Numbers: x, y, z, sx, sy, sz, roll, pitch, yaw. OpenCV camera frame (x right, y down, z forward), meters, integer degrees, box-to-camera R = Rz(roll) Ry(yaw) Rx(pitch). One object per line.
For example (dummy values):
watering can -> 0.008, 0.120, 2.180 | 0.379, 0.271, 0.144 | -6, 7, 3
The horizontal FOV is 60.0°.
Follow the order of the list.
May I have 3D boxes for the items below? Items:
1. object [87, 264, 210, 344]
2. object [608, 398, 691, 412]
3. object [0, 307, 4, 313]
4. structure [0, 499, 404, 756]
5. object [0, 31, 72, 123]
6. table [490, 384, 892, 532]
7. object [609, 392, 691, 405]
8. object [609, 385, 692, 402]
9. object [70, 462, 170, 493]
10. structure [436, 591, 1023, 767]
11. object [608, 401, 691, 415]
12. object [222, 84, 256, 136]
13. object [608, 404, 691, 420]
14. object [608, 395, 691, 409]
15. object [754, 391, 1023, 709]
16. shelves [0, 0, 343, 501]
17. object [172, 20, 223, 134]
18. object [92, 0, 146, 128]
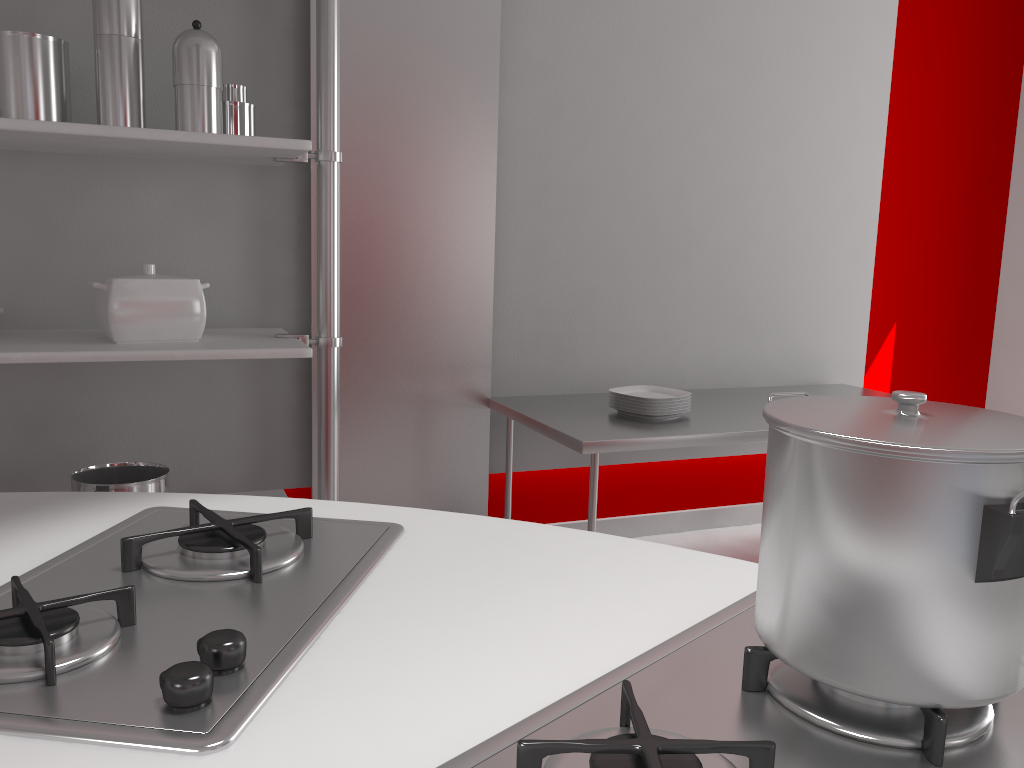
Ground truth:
object -> -0.947, -0.215, 2.318 | 0.282, 0.197, 0.235 | -4, 10, -32
object -> 0.434, 0.064, 2.800 | 0.228, 0.020, 0.228 | -6, 12, -40
object -> -1.429, -0.153, 2.226 | 0.272, 0.072, 0.272 | 7, 10, 31
structure -> -0.294, 0.167, 0.774 | 0.303, 0.037, 0.457 | 3, 9, 7
object -> -1.146, -0.709, 2.099 | 0.184, 0.205, 0.172 | -1, 9, -17
table -> 0.788, 0.412, 3.052 | 1.627, 0.682, 0.749 | -2, 9, -21
object -> 0.434, 0.044, 2.797 | 0.228, 0.020, 0.228 | -6, 12, -40
object -> 0.435, 0.034, 2.795 | 0.228, 0.020, 0.228 | -6, 12, -40
object -> -1.029, 0.312, 2.340 | 0.240, 0.161, 0.259 | -5, 11, -39
structure -> 0.194, 0.214, 0.561 | 0.303, 0.037, 0.457 | 10, 12, 42
object -> 0.433, 0.074, 2.801 | 0.228, 0.020, 0.228 | -6, 12, -40
object -> -0.750, -0.714, 2.368 | 0.127, 0.157, 0.127 | 0, 9, -12
object -> 0.433, 0.084, 2.803 | 0.228, 0.020, 0.228 | -6, 12, -40
object -> 0.434, 0.054, 2.798 | 0.228, 0.020, 0.228 | -6, 12, -40
object -> 0.266, 0.096, 0.614 | 0.218, 0.185, 0.189 | 7, 10, 29
shelves -> -1.276, -0.481, 2.144 | 1.735, 2.599, 0.535 | -2, 9, -22
object -> -0.762, -0.740, 2.153 | 0.115, 0.274, 0.115 | -3, 10, -29
object -> -0.941, -0.769, 2.127 | 0.109, 0.329, 0.110 | -2, 10, -25
